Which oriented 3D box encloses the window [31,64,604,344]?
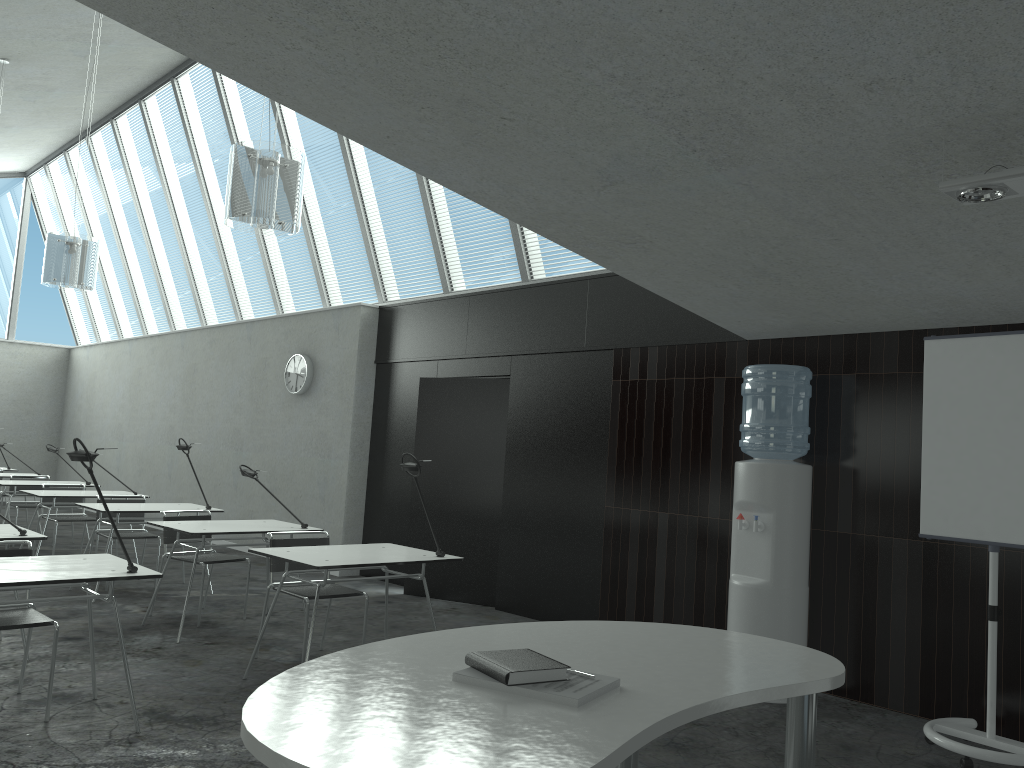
[{"bbox_3d":[-3.193,-2.355,10.017,1.144,3.101,12.775,8,-6,-43],"label":"window"}]

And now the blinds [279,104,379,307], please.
[{"bbox_3d":[-1.868,-2.365,8.546,1.094,2.949,0.889,8,-6,-43],"label":"blinds"}]

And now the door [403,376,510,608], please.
[{"bbox_3d":[-0.435,0.932,7.226,0.365,2.020,0.940,8,-6,-43],"label":"door"}]

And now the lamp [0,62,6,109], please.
[{"bbox_3d":[-5.135,-2.139,8.693,0.350,2.848,0.359,8,-6,-43],"label":"lamp"}]

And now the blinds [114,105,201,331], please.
[{"bbox_3d":[-4.562,-2.287,11.444,1.094,2.949,0.889,8,-6,-43],"label":"blinds"}]

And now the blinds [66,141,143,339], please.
[{"bbox_3d":[-5.907,-2.248,12.891,1.094,2.949,0.889,8,-6,-43],"label":"blinds"}]

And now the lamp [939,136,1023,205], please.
[{"bbox_3d":[1.710,-2.439,2.746,0.212,3.595,0.600,8,-6,-43],"label":"lamp"}]

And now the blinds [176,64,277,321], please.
[{"bbox_3d":[-3.215,-2.326,9.995,1.094,2.949,0.889,8,-6,-43],"label":"blinds"}]

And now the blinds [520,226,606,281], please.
[{"bbox_3d":[0.147,-2.441,6.373,1.106,2.982,0.889,8,-6,-43],"label":"blinds"}]

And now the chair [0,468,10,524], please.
[{"bbox_3d":[-6.093,1.475,10.279,0.428,0.765,0.555,8,-6,-43],"label":"chair"}]

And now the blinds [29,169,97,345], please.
[{"bbox_3d":[-7.254,-2.208,14.340,1.094,2.949,0.889,8,-6,-43],"label":"blinds"}]

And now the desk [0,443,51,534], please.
[{"bbox_3d":[-5.796,1.276,9.987,0.900,1.153,0.700,8,-6,-43],"label":"desk"}]

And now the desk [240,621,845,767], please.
[{"bbox_3d":[0.074,1.137,2.017,0.910,0.818,1.600,-1,-6,42],"label":"desk"}]

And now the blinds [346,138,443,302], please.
[{"bbox_3d":[-1.195,-2.385,7.822,1.094,2.949,0.889,8,-6,-43],"label":"blinds"}]

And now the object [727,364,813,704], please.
[{"bbox_3d":[1.425,0.876,4.882,0.436,1.967,0.436,0,-6,37],"label":"object"}]

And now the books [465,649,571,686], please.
[{"bbox_3d":[0.011,0.680,1.923,0.164,0.032,0.183,6,-5,-30],"label":"books"}]

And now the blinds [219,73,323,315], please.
[{"bbox_3d":[-2.542,-2.346,9.271,1.094,2.949,0.889,8,-6,-43],"label":"blinds"}]

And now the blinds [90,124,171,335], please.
[{"bbox_3d":[-5.234,-2.267,12.166,1.094,2.949,0.889,8,-6,-43],"label":"blinds"}]

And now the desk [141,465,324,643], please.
[{"bbox_3d":[-1.801,1.165,5.756,0.900,1.153,0.700,8,-6,-43],"label":"desk"}]

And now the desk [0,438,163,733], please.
[{"bbox_3d":[-1.999,0.891,3.604,0.900,1.321,0.700,8,-6,-42],"label":"desk"}]

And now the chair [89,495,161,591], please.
[{"bbox_3d":[-3.084,1.390,7.073,0.428,0.765,0.555,7,-6,-39],"label":"chair"}]

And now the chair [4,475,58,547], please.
[{"bbox_3d":[-4.983,1.452,9.193,0.428,0.765,0.555,7,-6,-39],"label":"chair"}]

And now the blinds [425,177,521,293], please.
[{"bbox_3d":[-0.523,-2.404,7.100,1.094,2.949,0.889,8,-6,-43],"label":"blinds"}]

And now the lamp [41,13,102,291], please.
[{"bbox_3d":[-3.125,-2.198,6.531,0.350,2.848,0.359,8,-6,-43],"label":"lamp"}]

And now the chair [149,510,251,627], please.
[{"bbox_3d":[-2.099,1.360,6.001,0.555,0.765,0.428,0,-6,35],"label":"chair"}]

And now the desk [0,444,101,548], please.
[{"bbox_3d":[-4.752,1.254,8.964,0.900,1.153,0.700,8,-6,-43],"label":"desk"}]

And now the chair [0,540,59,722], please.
[{"bbox_3d":[-2.236,1.171,3.805,0.428,0.765,0.555,8,-6,-44],"label":"chair"}]

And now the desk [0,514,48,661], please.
[{"bbox_3d":[-3.009,0.998,4.600,0.900,1.153,0.700,8,-6,-43],"label":"desk"}]

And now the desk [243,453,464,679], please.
[{"bbox_3d":[-0.817,1.049,4.658,0.900,1.321,0.700,8,-6,-43],"label":"desk"}]

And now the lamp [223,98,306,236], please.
[{"bbox_3d":[-1.115,-2.257,4.369,0.350,2.848,0.359,8,-6,-43],"label":"lamp"}]

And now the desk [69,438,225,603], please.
[{"bbox_3d":[-2.789,1.110,6.827,0.900,1.321,0.700,8,-6,-42],"label":"desk"}]

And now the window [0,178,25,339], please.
[{"bbox_3d":[-10.576,-2.604,11.957,7.052,3.041,0.010,8,-6,-43],"label":"window"}]

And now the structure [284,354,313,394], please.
[{"bbox_3d":[-2.151,-0.109,8.940,0.077,0.446,0.446,8,-6,-43],"label":"structure"}]

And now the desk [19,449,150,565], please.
[{"bbox_3d":[-3.798,1.219,7.857,0.900,1.153,0.700,8,-6,-42],"label":"desk"}]

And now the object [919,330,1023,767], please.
[{"bbox_3d":[2.160,0.781,3.956,0.553,2.091,0.560,3,-5,11],"label":"object"}]

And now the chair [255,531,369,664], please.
[{"bbox_3d":[-1.110,1.333,4.954,0.428,0.765,0.555,8,-6,-41],"label":"chair"}]

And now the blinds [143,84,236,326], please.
[{"bbox_3d":[-3.888,-2.306,10.719,1.094,2.949,0.889,8,-6,-43],"label":"blinds"}]

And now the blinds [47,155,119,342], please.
[{"bbox_3d":[-6.581,-2.228,13.616,1.094,2.949,0.889,8,-6,-43],"label":"blinds"}]

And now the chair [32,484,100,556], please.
[{"bbox_3d":[-4.048,1.416,8.085,0.428,0.765,0.555,8,-6,-44],"label":"chair"}]

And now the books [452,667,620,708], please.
[{"bbox_3d":[0.054,0.706,1.907,0.297,0.021,0.210,1,-5,30],"label":"books"}]

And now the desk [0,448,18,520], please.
[{"bbox_3d":[-6.765,1.224,11.086,0.900,1.321,0.700,8,-6,-43],"label":"desk"}]
